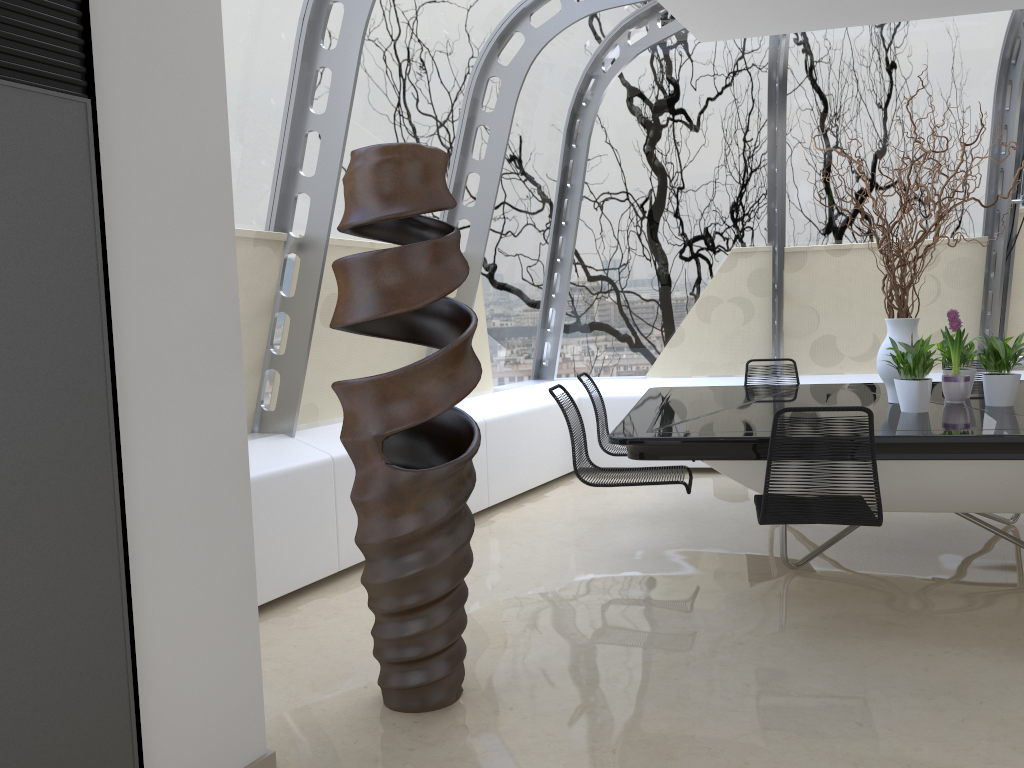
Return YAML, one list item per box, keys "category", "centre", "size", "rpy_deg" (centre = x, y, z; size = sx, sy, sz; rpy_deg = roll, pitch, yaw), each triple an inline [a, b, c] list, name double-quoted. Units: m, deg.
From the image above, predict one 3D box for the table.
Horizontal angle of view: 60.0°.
- category: "table"
  centre: [2.157, 0.469, 4.580]
  size: [3.031, 0.759, 2.494]
  rpy_deg: [-1, 4, 13]

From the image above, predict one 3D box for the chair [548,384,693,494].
- category: "chair"
  centre: [0.553, 0.261, 4.484]
  size: [0.688, 0.519, 0.446]
  rpy_deg: [-1, 4, 13]

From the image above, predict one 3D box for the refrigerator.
- category: "refrigerator"
  centre: [-1.245, 0.266, 1.676]
  size: [0.234, 1.742, 1.006]
  rpy_deg: [0, 5, 26]

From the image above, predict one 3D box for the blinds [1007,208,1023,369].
- category: "blinds"
  centre: [4.341, -0.693, 6.470]
  size: [1.376, 1.214, 0.387]
  rpy_deg: [-1, 4, 13]

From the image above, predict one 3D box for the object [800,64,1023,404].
- category: "object"
  centre: [2.031, -0.666, 4.331]
  size: [1.135, 1.549, 1.031]
  rpy_deg: [-2, 4, 5]

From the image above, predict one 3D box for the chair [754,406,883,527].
- category: "chair"
  centre: [1.190, 0.311, 3.488]
  size: [0.446, 0.519, 0.688]
  rpy_deg: [-1, 4, 13]

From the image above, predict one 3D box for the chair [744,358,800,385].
- category: "chair"
  centre: [1.754, 0.107, 5.932]
  size: [0.446, 0.519, 0.688]
  rpy_deg: [-1, 4, 13]

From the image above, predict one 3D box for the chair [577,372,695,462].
- category: "chair"
  centre: [0.760, 0.186, 5.383]
  size: [0.688, 0.519, 0.446]
  rpy_deg: [-1, 4, 13]

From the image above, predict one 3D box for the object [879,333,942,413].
- category: "object"
  centre: [1.885, -0.055, 4.167]
  size: [0.215, 0.369, 0.284]
  rpy_deg: [-6, 5, -38]

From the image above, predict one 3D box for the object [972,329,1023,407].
- category: "object"
  centre: [2.353, -0.080, 4.271]
  size: [0.215, 0.369, 0.284]
  rpy_deg: [-6, 6, -43]

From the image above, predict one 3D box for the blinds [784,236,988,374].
- category: "blinds"
  centre: [2.849, -0.570, 6.854]
  size: [1.430, 1.027, 0.329]
  rpy_deg: [-1, 4, 13]

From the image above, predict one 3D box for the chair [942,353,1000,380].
- category: "chair"
  centre: [2.997, 0.080, 5.643]
  size: [0.446, 0.519, 0.688]
  rpy_deg: [-1, 4, 13]

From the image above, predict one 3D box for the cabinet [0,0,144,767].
- category: "cabinet"
  centre: [-1.794, -0.023, 1.255]
  size: [0.831, 2.558, 2.252]
  rpy_deg: [0, 5, 27]

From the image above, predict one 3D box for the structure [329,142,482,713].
- category: "structure"
  centre: [-0.342, 0.158, 2.954]
  size: [0.493, 1.843, 0.498]
  rpy_deg: [0, 5, 24]

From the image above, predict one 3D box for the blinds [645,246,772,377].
- category: "blinds"
  centre: [1.230, -0.019, 7.440]
  size: [1.829, 2.118, 0.663]
  rpy_deg: [-1, 4, 13]

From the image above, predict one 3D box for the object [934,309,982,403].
- category: "object"
  centre: [2.298, -0.155, 4.629]
  size: [0.238, 0.476, 0.417]
  rpy_deg: [2, 6, 41]
